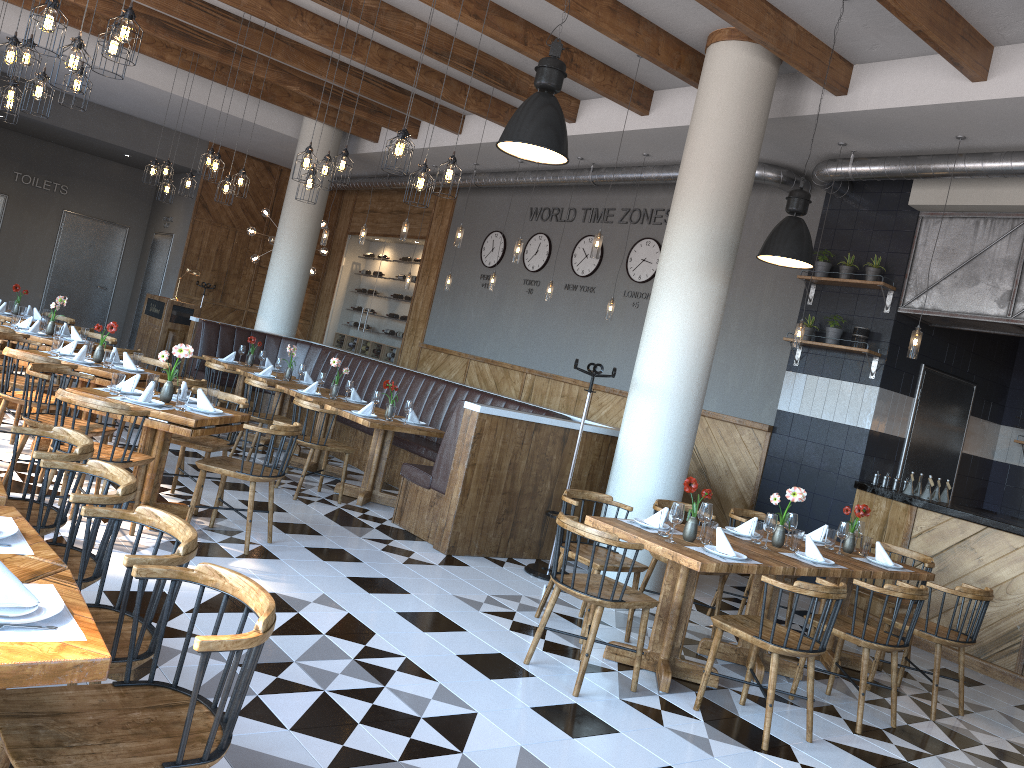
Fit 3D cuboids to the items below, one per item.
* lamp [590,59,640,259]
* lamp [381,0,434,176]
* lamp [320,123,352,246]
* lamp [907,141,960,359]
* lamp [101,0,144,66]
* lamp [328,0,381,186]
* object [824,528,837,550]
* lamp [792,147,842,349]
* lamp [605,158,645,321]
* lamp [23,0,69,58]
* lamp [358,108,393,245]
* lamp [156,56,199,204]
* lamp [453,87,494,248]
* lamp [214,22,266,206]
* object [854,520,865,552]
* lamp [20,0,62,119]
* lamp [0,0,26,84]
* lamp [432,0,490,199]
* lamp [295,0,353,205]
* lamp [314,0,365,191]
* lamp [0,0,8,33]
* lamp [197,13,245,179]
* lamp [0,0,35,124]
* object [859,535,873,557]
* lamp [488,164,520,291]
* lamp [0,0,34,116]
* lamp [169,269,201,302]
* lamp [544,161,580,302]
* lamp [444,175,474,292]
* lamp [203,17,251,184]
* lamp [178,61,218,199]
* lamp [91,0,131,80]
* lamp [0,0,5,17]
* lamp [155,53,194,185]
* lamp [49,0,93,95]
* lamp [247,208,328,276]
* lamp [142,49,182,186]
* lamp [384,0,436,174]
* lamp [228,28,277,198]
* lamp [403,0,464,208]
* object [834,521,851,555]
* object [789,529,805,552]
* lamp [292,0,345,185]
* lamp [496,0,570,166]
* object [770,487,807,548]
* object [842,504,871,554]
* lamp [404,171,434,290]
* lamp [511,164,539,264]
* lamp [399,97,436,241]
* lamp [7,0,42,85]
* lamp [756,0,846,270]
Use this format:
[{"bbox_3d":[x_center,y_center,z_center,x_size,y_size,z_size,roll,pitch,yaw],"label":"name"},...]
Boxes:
[{"bbox_3d":[0.953,-2.080,7.934,0.078,1.965,0.078,13,-1,27],"label":"lamp"},{"bbox_3d":[-0.599,-2.495,6.231,0.174,2.072,0.176,13,-1,-32],"label":"lamp"},{"bbox_3d":[-2.364,-2.853,12.127,0.078,1.965,0.078,13,-1,-7],"label":"lamp"},{"bbox_3d":[3.398,-1.163,7.060,0.078,1.965,0.078,12,-1,37],"label":"lamp"},{"bbox_3d":[-1.998,-2.842,5.033,0.176,2.072,0.174,12,-1,37],"label":"lamp"},{"bbox_3d":[-1.274,-2.748,7.686,0.175,2.072,0.174,13,-1,22],"label":"lamp"},{"bbox_3d":[2.184,1.064,6.070,0.080,0.132,0.080,13,0,-9],"label":"object"},{"bbox_3d":[2.742,-1.276,7.879,0.078,1.965,0.078,13,-1,-7],"label":"lamp"},{"bbox_3d":[1.273,-1.660,9.748,0.078,1.965,0.078,13,-1,1],"label":"lamp"},{"bbox_3d":[-2.307,-2.805,4.795,0.175,2.072,0.175,13,-1,4],"label":"lamp"},{"bbox_3d":[-1.707,-2.740,11.308,0.078,1.965,0.078,12,-1,37],"label":"lamp"},{"bbox_3d":[-4.013,-3.226,10.826,0.175,2.072,0.175,13,-1,5],"label":"lamp"},{"bbox_3d":[-0.382,-2.442,9.636,0.078,1.965,0.078,13,-1,-20],"label":"lamp"},{"bbox_3d":[-2.807,-2.909,9.331,0.176,2.072,0.174,12,-1,34],"label":"lamp"},{"bbox_3d":[2.440,1.075,6.260,0.081,0.215,0.081,12,-1,43],"label":"object"},{"bbox_3d":[-3.104,-2.892,6.199,0.174,2.072,0.175,13,-1,-20],"label":"lamp"},{"bbox_3d":[-3.249,-3.101,6.099,0.174,2.072,0.176,13,-1,-31],"label":"lamp"},{"bbox_3d":[-0.263,-2.380,6.481,0.176,2.072,0.174,12,-1,36],"label":"lamp"},{"bbox_3d":[-1.536,-2.569,7.599,0.175,2.072,0.174,13,-1,22],"label":"lamp"},{"bbox_3d":[-1.450,-2.734,7.811,0.175,2.072,0.174,13,-1,11],"label":"lamp"},{"bbox_3d":[-4.597,-3.284,8.002,0.174,2.072,0.176,14,-1,-44],"label":"lamp"},{"bbox_3d":[-2.978,-3.184,9.299,0.176,2.072,0.174,12,-1,34],"label":"lamp"},{"bbox_3d":[-4.432,-3.430,8.176,0.176,2.072,0.174,12,-1,34],"label":"lamp"},{"bbox_3d":[2.439,1.121,6.119,0.079,0.132,0.080,13,0,-24],"label":"object"},{"bbox_3d":[-0.060,-2.165,11.489,0.078,1.965,0.078,13,-1,-4],"label":"lamp"},{"bbox_3d":[-4.320,-3.457,7.995,0.174,2.072,0.176,14,-1,-44],"label":"lamp"},{"bbox_3d":[-4.522,-1.232,12.161,0.170,0.757,0.443,13,0,26],"label":"lamp"},{"bbox_3d":[0.641,-1.945,10.586,0.078,1.965,0.078,13,-1,-32],"label":"lamp"},{"bbox_3d":[-0.684,-2.243,12.259,0.078,1.965,0.078,12,-1,37],"label":"lamp"},{"bbox_3d":[-2.859,-3.094,9.140,0.175,2.072,0.174,13,-1,23],"label":"lamp"},{"bbox_3d":[-3.775,-3.308,10.886,0.174,2.072,0.175,13,-1,-29],"label":"lamp"},{"bbox_3d":[-2.135,-2.820,5.197,0.175,2.072,0.174,13,-1,26],"label":"lamp"},{"bbox_3d":[-5.625,-3.802,9.656,0.174,2.072,0.175,13,-1,-26],"label":"lamp"},{"bbox_3d":[-4.102,-3.489,11.011,0.175,2.072,0.175,13,-1,5],"label":"lamp"},{"bbox_3d":[-2.274,-2.668,5.005,0.176,2.072,0.174,12,-1,37],"label":"lamp"},{"bbox_3d":[-3.589,-2.702,14.575,1.188,2.193,1.158,13,0,12],"label":"lamp"},{"bbox_3d":[-4.183,-3.444,10.814,0.175,2.072,0.175,13,-1,-6],"label":"lamp"},{"bbox_3d":[-0.607,-2.561,6.439,0.174,2.072,0.175,13,-1,-21],"label":"lamp"},{"bbox_3d":[-2.725,-3.030,9.547,0.175,2.072,0.175,13,-1,1],"label":"lamp"},{"bbox_3d":[-0.455,-2.286,6.334,0.174,2.072,0.175,13,-1,-21],"label":"lamp"},{"bbox_3d":[2.210,1.031,5.930,0.081,0.215,0.081,12,-1,43],"label":"object"},{"bbox_3d":[1.793,0.987,5.585,0.079,0.132,0.080,13,0,-24],"label":"object"},{"bbox_3d":[-1.513,-2.692,7.379,0.175,2.072,0.175,13,-1,-12],"label":"lamp"},{"bbox_3d":[0.313,-2.097,4.592,0.392,1.866,0.388,12,-1,38],"label":"lamp"},{"bbox_3d":[1.708,0.831,5.567,0.207,0.400,0.146,13,-1,10],"label":"object"},{"bbox_3d":[2.336,0.985,6.051,0.156,0.355,0.171,13,0,-1],"label":"object"},{"bbox_3d":[-1.341,-2.356,13.078,0.078,1.965,0.078,13,-1,-7],"label":"lamp"},{"bbox_3d":[0.250,-2.157,8.797,0.078,1.965,0.078,13,-1,1],"label":"lamp"},{"bbox_3d":[-1.083,-2.662,10.538,0.078,1.965,0.078,13,-1,-4],"label":"lamp"},{"bbox_3d":[-3.254,-3.166,6.308,0.174,2.072,0.175,13,-1,-20],"label":"lamp"},{"bbox_3d":[2.064,-1.734,6.036,0.392,1.866,0.388,13,-1,28],"label":"lamp"}]
